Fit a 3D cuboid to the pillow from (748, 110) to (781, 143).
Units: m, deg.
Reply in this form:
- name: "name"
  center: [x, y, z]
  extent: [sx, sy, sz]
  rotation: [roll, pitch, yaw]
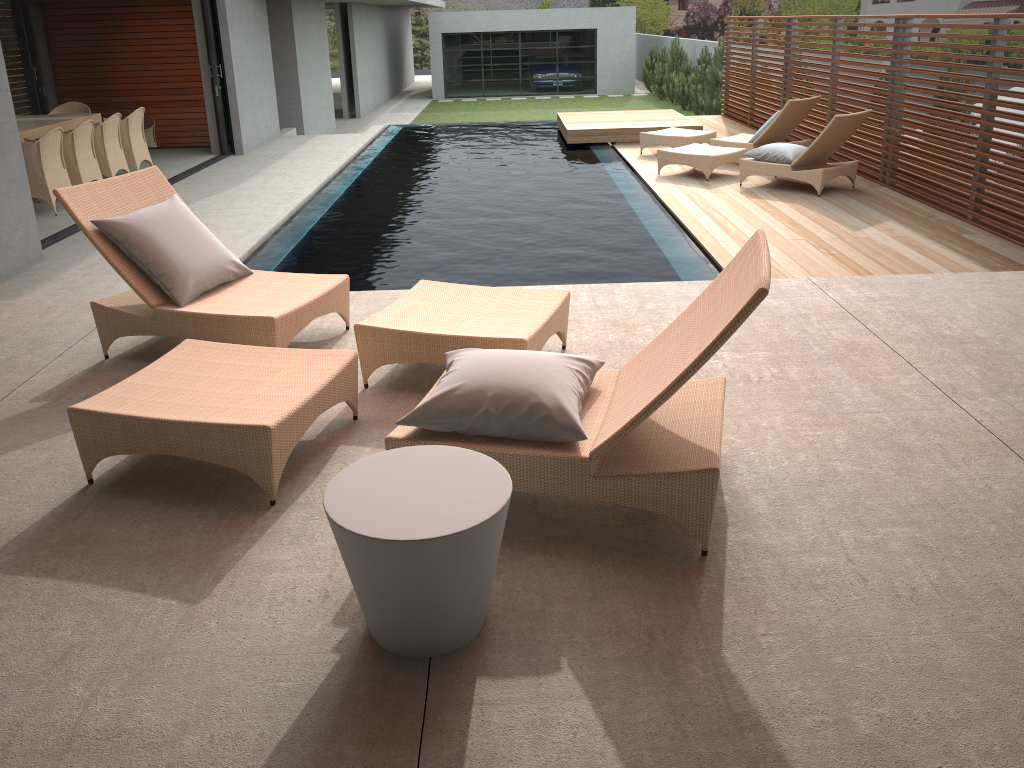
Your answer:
- name: "pillow"
  center: [3.265, -3.184, 10.857]
  extent: [0.616, 0.416, 0.432]
  rotation: [-20, 27, -39]

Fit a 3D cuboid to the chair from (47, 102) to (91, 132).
- name: "chair"
  center: [-6.108, -3.422, 12.171]
  extent: [0.617, 0.841, 0.647]
  rotation: [-2, 20, 0]

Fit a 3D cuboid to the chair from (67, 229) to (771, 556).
- name: "chair"
  center: [-0.333, -0.081, 3.019]
  extent: [2.296, 0.807, 0.718]
  rotation: [4, 21, 14]

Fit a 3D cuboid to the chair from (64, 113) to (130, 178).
- name: "chair"
  center: [-4.956, -2.794, 10.568]
  extent: [0.630, 0.841, 0.634]
  rotation: [-2, 20, 0]

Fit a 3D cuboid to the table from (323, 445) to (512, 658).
- name: "table"
  center: [-0.231, 0.444, 2.295]
  extent: [0.476, 0.383, 0.486]
  rotation: [-9, 22, -17]

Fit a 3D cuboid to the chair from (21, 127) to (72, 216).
- name: "chair"
  center: [-4.939, -2.214, 9.164]
  extent: [0.630, 0.841, 0.634]
  rotation: [-2, 20, 0]

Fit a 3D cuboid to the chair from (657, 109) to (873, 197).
- name: "chair"
  center: [2.724, -2.668, 9.827]
  extent: [0.709, 0.806, 2.328]
  rotation: [-18, 27, -37]

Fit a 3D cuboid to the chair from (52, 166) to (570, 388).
- name: "chair"
  center: [-0.924, -0.533, 4.156]
  extent: [2.298, 0.807, 0.717]
  rotation: [6, 22, 18]

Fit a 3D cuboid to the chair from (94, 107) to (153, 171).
- name: "chair"
  center: [-4.964, -3.084, 11.271]
  extent: [0.630, 0.841, 0.634]
  rotation: [-2, 20, 0]

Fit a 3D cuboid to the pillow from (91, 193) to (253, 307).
- name: "pillow"
  center: [-1.655, -0.671, 4.365]
  extent: [0.427, 0.416, 0.624]
  rotation: [5, 22, 17]

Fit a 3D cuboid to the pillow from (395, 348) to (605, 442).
- name: "pillow"
  center: [-0.014, 0.009, 2.922]
  extent: [0.594, 0.189, 0.611]
  rotation: [3, 22, 10]

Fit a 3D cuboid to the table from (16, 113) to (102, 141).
- name: "table"
  center: [-6.037, -2.565, 10.226]
  extent: [1.279, 0.738, 3.346]
  rotation: [-2, 22, 0]

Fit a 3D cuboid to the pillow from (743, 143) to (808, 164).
- name: "pillow"
  center: [2.918, -2.511, 9.579]
  extent: [0.604, 0.189, 0.601]
  rotation: [-22, 29, -40]

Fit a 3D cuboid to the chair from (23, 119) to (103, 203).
- name: "chair"
  center: [-4.948, -2.504, 9.866]
  extent: [0.630, 0.841, 0.634]
  rotation: [-2, 20, 0]

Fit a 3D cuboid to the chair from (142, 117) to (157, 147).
- name: "chair"
  center: [-6.790, -4.385, 16.049]
  extent: [0.621, 0.841, 0.643]
  rotation: [9, 23, 28]

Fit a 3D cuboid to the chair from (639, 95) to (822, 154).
- name: "chair"
  center: [2.754, -3.329, 11.423]
  extent: [0.709, 0.806, 2.327]
  rotation: [-18, 27, -37]
